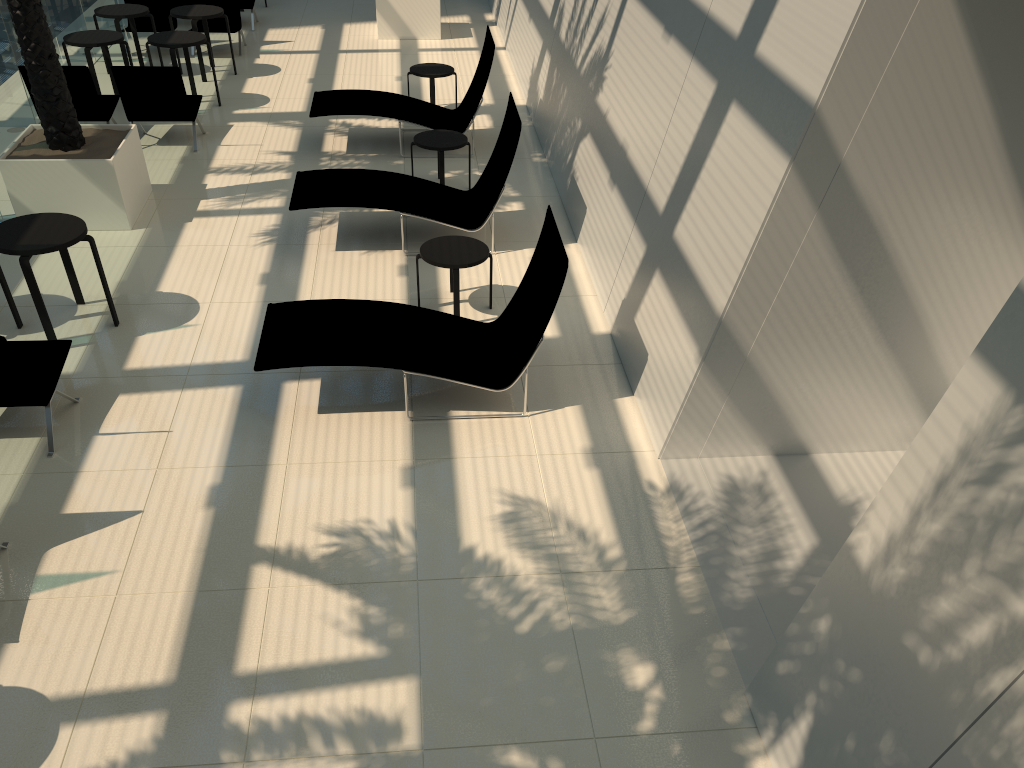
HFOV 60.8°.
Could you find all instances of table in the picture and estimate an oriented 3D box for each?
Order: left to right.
[{"bbox_3d":[-3.495,-0.790,6.648,0.663,0.847,0.638,22,42,24],"label":"table"},{"bbox_3d":[-5.037,-3.839,10.729,0.663,0.847,0.638,22,42,24],"label":"table"},{"bbox_3d":[-5.174,-4.616,11.784,0.658,0.847,0.643,26,43,28],"label":"table"},{"bbox_3d":[-4.073,-3.866,10.821,0.663,0.847,0.638,22,42,24],"label":"table"},{"bbox_3d":[-4.210,-4.644,11.876,0.658,0.847,0.643,26,43,28],"label":"table"},{"bbox_3d":[-4.645,-6.911,14.951,0.663,0.847,0.638,22,42,24],"label":"table"},{"bbox_3d":[-1.000,-3.690,10.991,0.540,0.562,0.520,22,42,24],"label":"table"},{"bbox_3d":[-0.738,-2.293,9.097,0.536,0.562,0.523,26,43,28],"label":"table"},{"bbox_3d":[-0.468,-0.853,7.144,0.536,0.562,0.523,26,43,28],"label":"table"}]

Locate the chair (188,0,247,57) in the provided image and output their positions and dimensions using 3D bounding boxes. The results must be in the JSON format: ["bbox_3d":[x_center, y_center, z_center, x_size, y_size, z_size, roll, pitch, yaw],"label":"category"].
[{"bbox_3d":[-4.358,-5.330,12.701,0.715,0.964,0.812,-2,38,-6],"label":"chair"}]

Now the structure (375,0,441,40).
[{"bbox_3d":[-1.480,-8.703,11.964,4.209,7.471,4.327,19,41,21],"label":"structure"}]

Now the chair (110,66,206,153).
[{"bbox_3d":[-3.948,-3.221,9.841,0.715,0.964,0.812,-2,38,-6],"label":"chair"}]

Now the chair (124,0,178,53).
[{"bbox_3d":[-5.286,-5.303,12.613,0.715,0.964,0.812,-2,38,-6],"label":"chair"}]

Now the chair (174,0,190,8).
[{"bbox_3d":[-5.444,-6.225,13.864,0.715,0.964,0.812,-2,38,-6],"label":"chair"}]

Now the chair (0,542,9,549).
[{"bbox_3d":[-3.209,0.792,4.399,0.715,0.964,0.812,-2,38,-6],"label":"chair"}]

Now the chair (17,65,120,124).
[{"bbox_3d":[-4.875,-3.194,9.753,0.715,0.964,0.812,-2,38,-6],"label":"chair"}]

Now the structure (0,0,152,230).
[{"bbox_3d":[-4.061,-4.630,6.135,4.805,7.607,4.085,-6,38,-11],"label":"structure"}]

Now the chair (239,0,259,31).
[{"bbox_3d":[-4.517,-6.252,13.953,0.715,0.964,0.812,-2,38,-6],"label":"chair"}]

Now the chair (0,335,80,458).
[{"bbox_3d":[-3.367,-0.130,5.650,0.715,0.964,0.812,-2,38,-6],"label":"chair"}]

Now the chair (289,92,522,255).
[{"bbox_3d":[-0.990,-1.930,7.985,2.035,1.256,0.844,-2,38,-5],"label":"chair"}]

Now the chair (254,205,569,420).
[{"bbox_3d":[-0.720,-0.490,6.032,2.035,1.256,0.844,-2,38,-5],"label":"chair"}]

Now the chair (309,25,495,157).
[{"bbox_3d":[-1.252,-3.326,9.879,2.035,1.256,0.844,-2,38,-5],"label":"chair"}]
